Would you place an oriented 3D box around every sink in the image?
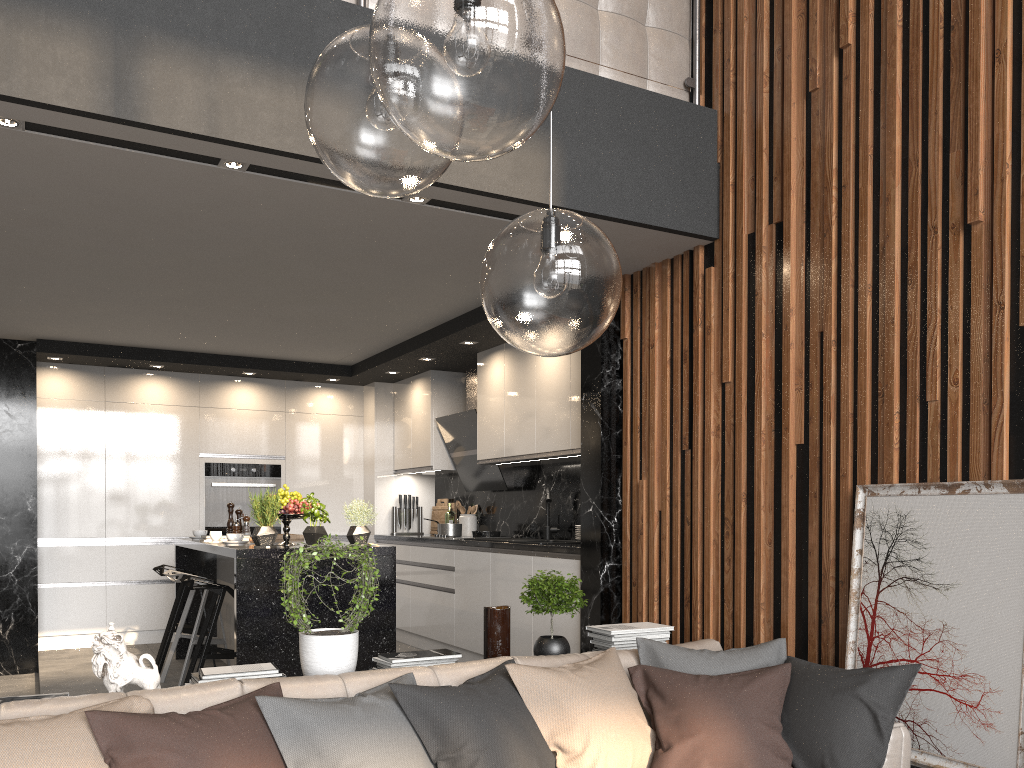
[{"bbox_3d":[0.129,0.996,6.138,0.499,0.544,1.120,2,-7,-29],"label":"sink"}]

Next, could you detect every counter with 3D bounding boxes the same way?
[{"bbox_3d":[-0.162,1.196,6.636,0.612,0.040,3.481,5,-10,-28],"label":"counter"}]

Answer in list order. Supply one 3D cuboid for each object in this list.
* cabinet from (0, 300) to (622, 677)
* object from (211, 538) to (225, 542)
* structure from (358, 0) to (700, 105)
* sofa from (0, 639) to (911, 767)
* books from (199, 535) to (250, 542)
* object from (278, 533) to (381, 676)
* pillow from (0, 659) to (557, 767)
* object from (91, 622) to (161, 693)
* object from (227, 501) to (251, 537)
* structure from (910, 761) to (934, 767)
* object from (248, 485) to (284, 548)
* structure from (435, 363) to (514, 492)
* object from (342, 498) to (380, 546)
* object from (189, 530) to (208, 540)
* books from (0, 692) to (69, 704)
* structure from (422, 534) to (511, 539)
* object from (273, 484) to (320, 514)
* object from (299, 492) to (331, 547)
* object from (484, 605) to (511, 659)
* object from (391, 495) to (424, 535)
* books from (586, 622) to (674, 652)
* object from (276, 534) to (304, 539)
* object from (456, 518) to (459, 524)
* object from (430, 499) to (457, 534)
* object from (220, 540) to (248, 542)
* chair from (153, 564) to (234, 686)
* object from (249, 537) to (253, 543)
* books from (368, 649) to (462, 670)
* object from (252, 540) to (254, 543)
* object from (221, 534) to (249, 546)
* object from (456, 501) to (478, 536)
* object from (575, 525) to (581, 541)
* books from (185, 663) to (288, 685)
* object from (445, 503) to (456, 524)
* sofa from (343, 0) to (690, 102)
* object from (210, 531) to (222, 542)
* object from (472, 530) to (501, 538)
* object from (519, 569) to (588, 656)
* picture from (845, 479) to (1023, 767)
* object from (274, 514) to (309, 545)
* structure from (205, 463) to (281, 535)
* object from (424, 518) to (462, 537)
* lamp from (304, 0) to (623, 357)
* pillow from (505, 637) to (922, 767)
[{"bbox_3d":[-1.545,0.610,6.029,3.627,3.230,6.243,2,-7,-29],"label":"cabinet"},{"bbox_3d":[-1.904,1.007,5.637,0.130,0.027,0.027,-3,-5,21],"label":"object"},{"bbox_3d":[-1.739,-1.594,4.621,4.231,0.737,3.399,5,-9,-29],"label":"structure"},{"bbox_3d":[-0.034,1.266,2.273,3.251,0.815,1.888,4,-8,-29],"label":"sofa"},{"bbox_3d":[-1.979,1.064,6.044,0.323,0.038,0.173,5,-9,-29],"label":"books"},{"bbox_3d":[-0.673,0.832,3.211,0.216,0.575,0.386,0,-2,42],"label":"object"},{"bbox_3d":[-0.597,1.120,2.510,1.946,0.498,0.545,5,-6,-29],"label":"pillow"},{"bbox_3d":[-1.265,0.926,2.879,0.207,0.289,0.136,0,-1,-10],"label":"object"},{"bbox_3d":[-2.028,1.017,6.547,0.200,0.283,0.151,-2,-2,44],"label":"object"},{"bbox_3d":[2.319,1.423,2.094,0.668,0.456,6.576,3,-9,-28],"label":"structure"},{"bbox_3d":[-1.363,0.728,4.879,0.196,0.368,0.187,0,-1,16],"label":"object"},{"bbox_3d":[-0.279,0.346,7.050,0.414,1.028,0.740,0,-2,-29],"label":"structure"},{"bbox_3d":[-0.892,0.810,5.145,0.221,0.283,0.212,1,-3,-16],"label":"object"},{"bbox_3d":[-2.225,1.079,6.242,0.155,0.070,0.156,-4,-8,29],"label":"object"},{"bbox_3d":[-1.539,1.016,2.737,0.294,0.054,0.185,4,-9,-24],"label":"books"},{"bbox_3d":[-0.369,1.231,7.013,0.511,0.060,0.604,5,-10,-28],"label":"structure"},{"bbox_3d":[-1.358,0.714,5.291,0.348,0.214,0.321,4,-7,-31],"label":"object"},{"bbox_3d":[-1.125,0.772,4.987,0.179,0.312,0.173,1,-1,-18],"label":"object"},{"bbox_3d":[-0.061,1.035,3.552,0.109,0.267,0.109,0,-1,-23],"label":"object"},{"bbox_3d":[-0.967,1.209,8.098,0.322,0.372,0.066,2,0,-29],"label":"object"},{"bbox_3d":[0.515,1.134,3.826,0.333,0.150,0.201,4,-6,-28],"label":"books"},{"bbox_3d":[-1.783,1.161,6.668,0.291,0.030,0.403,5,-10,-29],"label":"object"},{"bbox_3d":[-0.505,1.245,7.656,0.180,0.162,0.274,2,-6,-29],"label":"object"},{"bbox_3d":[-0.631,1.216,8.015,0.098,0.329,0.403,0,-4,-29],"label":"object"},{"bbox_3d":[-1.788,1.016,5.637,0.191,0.012,0.193,0,-8,4],"label":"object"},{"bbox_3d":[-2.018,1.564,5.625,0.435,0.733,1.739,1,-7,-29],"label":"chair"},{"bbox_3d":[-1.584,0.968,5.479,0.131,0.059,0.070,4,-6,-29],"label":"object"},{"bbox_3d":[-0.381,1.093,3.389,0.326,0.099,0.206,4,-8,-29],"label":"books"},{"bbox_3d":[-1.570,0.961,5.426,0.074,0.059,0.061,1,-4,-8],"label":"object"},{"bbox_3d":[-1.636,0.920,5.173,0.155,0.070,0.156,-4,-8,29],"label":"object"},{"bbox_3d":[-0.372,1.144,7.444,0.175,0.304,0.158,1,-1,-26],"label":"object"},{"bbox_3d":[0.551,0.918,5.548,0.301,0.194,0.307,3,-6,-26],"label":"object"},{"bbox_3d":[-0.956,1.051,3.077,0.349,0.099,0.195,4,-8,-29],"label":"books"},{"bbox_3d":[-0.536,1.196,7.730,0.089,0.282,0.082,0,0,-28],"label":"object"},{"bbox_3d":[-0.615,-1.601,4.670,2.282,0.778,2.302,4,-9,-28],"label":"sofa"},{"bbox_3d":[-1.920,0.993,5.682,0.077,0.070,0.084,-2,-5,21],"label":"object"},{"bbox_3d":[-0.242,1.178,6.896,0.233,0.060,0.354,-6,-10,39],"label":"object"},{"bbox_3d":[0.166,0.984,3.682,0.310,0.407,0.273,-1,-2,21],"label":"object"},{"bbox_3d":[1.494,0.844,3.093,0.101,0.996,0.732,0,-2,-29],"label":"picture"},{"bbox_3d":[-1.361,0.878,5.282,0.367,0.187,0.370,-3,-7,25],"label":"object"},{"bbox_3d":[-2.505,1.055,7.973,0.656,0.630,0.655,2,-5,-29],"label":"structure"},{"bbox_3d":[-0.551,1.178,7.171,0.201,0.153,0.350,4,-8,-38],"label":"object"},{"bbox_3d":[-0.055,-2.600,1.036,1.231,4.988,1.231,0,0,-32],"label":"lamp"},{"bbox_3d":[0.669,1.214,3.088,1.383,0.546,0.768,0,-5,2],"label":"pillow"}]
